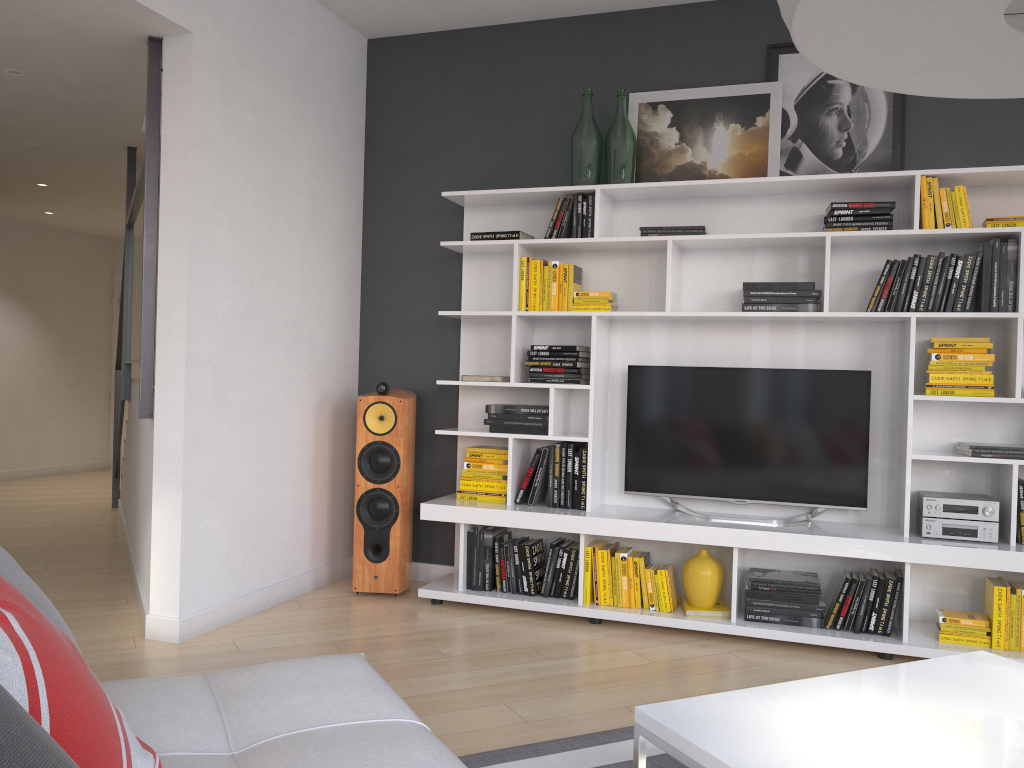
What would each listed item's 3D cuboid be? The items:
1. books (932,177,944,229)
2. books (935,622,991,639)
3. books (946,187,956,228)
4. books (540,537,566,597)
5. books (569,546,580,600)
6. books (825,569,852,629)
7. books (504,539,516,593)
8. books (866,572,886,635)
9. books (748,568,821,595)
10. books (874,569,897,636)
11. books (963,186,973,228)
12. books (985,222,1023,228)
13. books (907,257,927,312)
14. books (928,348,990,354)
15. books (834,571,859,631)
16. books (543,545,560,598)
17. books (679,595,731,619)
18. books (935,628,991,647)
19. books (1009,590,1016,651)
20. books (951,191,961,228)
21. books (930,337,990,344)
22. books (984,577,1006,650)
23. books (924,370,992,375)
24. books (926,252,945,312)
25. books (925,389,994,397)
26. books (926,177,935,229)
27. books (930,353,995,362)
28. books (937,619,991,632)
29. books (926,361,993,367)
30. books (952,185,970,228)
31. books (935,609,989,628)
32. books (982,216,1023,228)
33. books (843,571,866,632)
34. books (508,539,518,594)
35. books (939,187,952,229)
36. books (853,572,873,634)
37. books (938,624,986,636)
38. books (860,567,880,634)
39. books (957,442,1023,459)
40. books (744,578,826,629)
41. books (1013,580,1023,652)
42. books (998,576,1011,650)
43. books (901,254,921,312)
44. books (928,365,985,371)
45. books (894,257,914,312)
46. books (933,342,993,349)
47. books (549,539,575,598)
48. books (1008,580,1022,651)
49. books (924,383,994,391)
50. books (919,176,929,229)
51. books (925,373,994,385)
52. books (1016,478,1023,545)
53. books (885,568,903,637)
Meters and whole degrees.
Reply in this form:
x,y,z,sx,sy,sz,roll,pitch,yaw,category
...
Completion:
x,y,z,sx,sy,sz,roll,pitch,yaw,category
1.827,-0.762,3.830,0.054,0.224,0.164,2,1,18,books
1.894,1.036,3.730,0.196,0.011,0.148,2,1,19,books
1.866,-0.738,3.786,0.044,0.178,0.128,2,1,19,books
0.201,0.893,4.343,0.066,0.260,0.197,2,1,19,books
0.336,0.897,4.292,0.066,0.260,0.197,2,1,19,books
1.432,0.945,3.895,0.104,0.234,0.182,2,1,19,books
0.008,0.899,4.389,0.049,0.236,0.170,2,1,20,books
1.572,0.946,3.844,0.068,0.243,0.179,2,1,18,books
1.230,0.893,4.021,0.310,0.047,0.250,2,1,15,books
1.609,0.942,3.836,0.084,0.249,0.191,2,1,19,books
1.931,-0.739,3.775,0.044,0.184,0.142,2,1,20,books
2.138,-0.654,3.737,0.257,0.028,0.194,2,1,24,books
1.759,-0.421,3.868,0.068,0.243,0.179,2,1,18,books
1.941,-0.140,3.847,0.227,0.022,0.160,2,1,35,books
1.465,0.947,3.888,0.096,0.234,0.187,2,1,20,books
0.212,0.904,4.309,0.069,0.242,0.172,2,1,20,books
0.891,1.029,4.099,0.204,0.029,0.270,2,0,4,books
1.892,1.059,3.727,0.190,0.033,0.147,2,1,19,books
2.050,0.967,3.660,0.024,0.229,0.156,2,1,19,books
1.879,-0.728,3.769,0.046,0.161,0.108,2,1,18,books
1.948,-0.187,3.866,0.223,0.023,0.163,2,1,23,books
2.011,0.951,3.694,0.044,0.255,0.198,2,1,19,books
1.933,-0.049,3.853,0.251,0.014,0.189,2,1,22,books
1.828,-0.429,3.849,0.066,0.260,0.197,2,1,19,books
1.926,0.038,3.827,0.257,0.028,0.194,2,1,24,books
1.796,-0.763,3.832,0.041,0.224,0.163,2,1,18,books
1.946,-0.112,3.844,0.239,0.033,0.176,2,1,22,books
1.895,1.007,3.725,0.187,0.014,0.134,2,1,19,books
1.936,-0.087,3.849,0.239,0.019,0.171,2,1,19,books
1.906,-0.739,3.774,0.064,0.184,0.141,2,1,20,books
1.896,0.987,3.738,0.186,0.026,0.138,2,1,19,books
2.138,-0.680,3.745,0.257,0.024,0.203,2,1,22,books
1.490,0.947,3.865,0.081,0.233,0.169,2,1,18,books
0.027,0.896,4.375,0.050,0.242,0.169,2,1,19,books
1.849,-0.739,3.799,0.054,0.180,0.132,2,1,19,books
1.519,0.945,3.842,0.069,0.242,0.172,2,1,20,books
1.883,1.022,3.713,0.169,0.018,0.113,2,1,21,books
1.549,0.938,3.859,0.075,0.254,0.192,2,1,18,books
2.084,0.285,3.774,0.310,0.047,0.250,2,1,15,books
1.226,0.985,3.999,0.343,0.137,0.277,2,1,14,books
2.101,0.956,3.659,0.035,0.250,0.185,2,1,19,books
2.041,0.950,3.686,0.015,0.263,0.199,2,1,19,books
1.736,-0.429,3.882,0.075,0.254,0.192,2,1,18,books
1.918,-0.067,3.837,0.217,0.023,0.145,2,1,23,books
1.705,-0.422,3.865,0.069,0.242,0.172,2,1,20,books
1.948,-0.163,3.841,0.223,0.023,0.163,2,1,23,books
0.243,0.897,4.325,0.075,0.254,0.192,2,1,18,books
2.077,0.955,3.670,0.019,0.251,0.180,2,1,19,books
1.927,0.012,3.835,0.257,0.024,0.203,2,1,22,books
1.768,-0.766,3.821,0.041,0.229,0.161,2,1,18,books
1.930,-0.021,3.839,0.243,0.042,0.189,2,1,19,books
2.129,0.529,3.737,0.053,0.268,0.202,2,1,19,books
1.642,0.938,3.826,0.066,0.260,0.197,2,1,19,books
